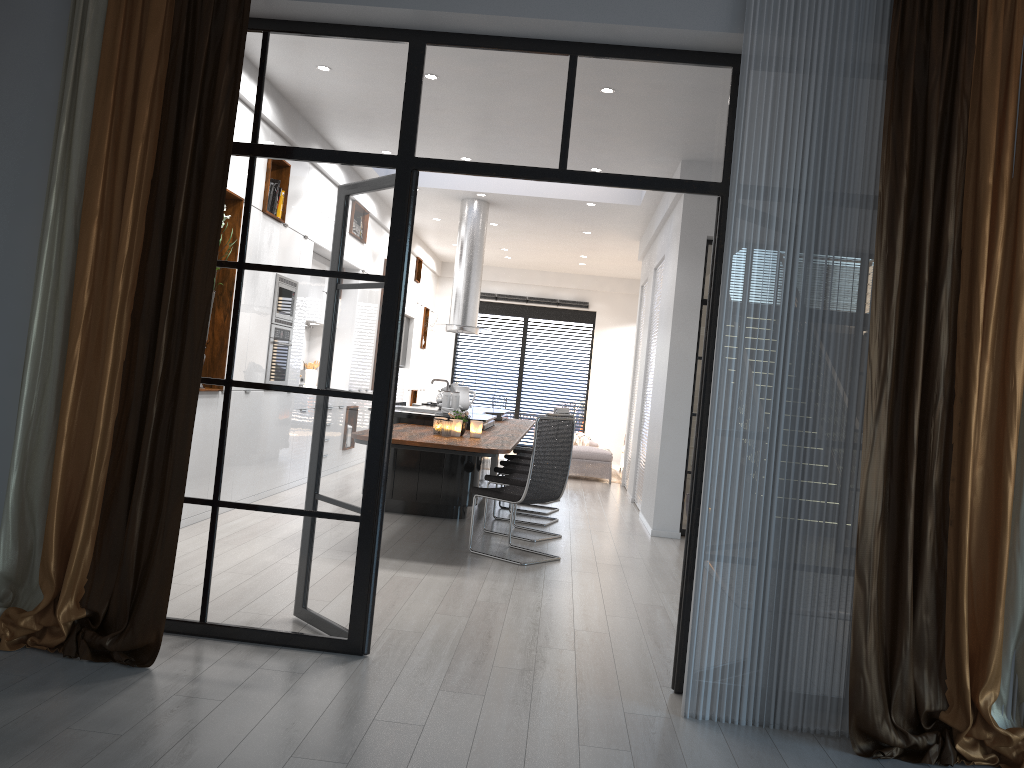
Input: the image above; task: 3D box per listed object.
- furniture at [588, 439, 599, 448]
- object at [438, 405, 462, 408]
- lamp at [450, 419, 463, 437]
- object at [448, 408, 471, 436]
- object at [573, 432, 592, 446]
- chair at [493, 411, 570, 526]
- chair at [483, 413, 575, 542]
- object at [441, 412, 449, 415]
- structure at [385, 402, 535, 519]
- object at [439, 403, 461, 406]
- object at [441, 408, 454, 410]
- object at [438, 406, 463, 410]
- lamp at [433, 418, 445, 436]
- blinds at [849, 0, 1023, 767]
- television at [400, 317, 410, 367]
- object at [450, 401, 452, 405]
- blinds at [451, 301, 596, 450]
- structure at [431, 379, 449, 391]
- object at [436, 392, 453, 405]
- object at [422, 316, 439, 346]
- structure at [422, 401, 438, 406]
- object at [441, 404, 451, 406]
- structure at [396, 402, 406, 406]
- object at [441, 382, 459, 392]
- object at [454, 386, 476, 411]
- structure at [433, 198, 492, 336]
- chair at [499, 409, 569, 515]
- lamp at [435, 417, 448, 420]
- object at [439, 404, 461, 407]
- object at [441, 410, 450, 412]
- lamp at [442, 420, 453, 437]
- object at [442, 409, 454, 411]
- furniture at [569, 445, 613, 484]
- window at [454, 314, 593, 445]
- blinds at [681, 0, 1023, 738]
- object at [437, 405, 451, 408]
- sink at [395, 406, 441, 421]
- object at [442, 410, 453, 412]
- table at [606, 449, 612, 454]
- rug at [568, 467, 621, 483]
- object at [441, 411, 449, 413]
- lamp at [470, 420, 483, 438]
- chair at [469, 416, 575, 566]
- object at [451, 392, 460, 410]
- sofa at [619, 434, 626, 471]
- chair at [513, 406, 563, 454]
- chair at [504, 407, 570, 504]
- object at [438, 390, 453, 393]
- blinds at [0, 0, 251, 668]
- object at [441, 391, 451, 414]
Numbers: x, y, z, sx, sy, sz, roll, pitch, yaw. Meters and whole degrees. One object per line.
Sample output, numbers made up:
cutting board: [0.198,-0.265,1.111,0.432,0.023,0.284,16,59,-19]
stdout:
furniture: [1.073,1.099,14.642,0.699,0.460,0.699,6,0,4]
object: [-0.637,0.241,9.078,0.264,0.033,0.264,6,0,40]
lamp: [-0.414,0.323,6.498,0.095,0.124,0.095,6,-1,-4]
object: [-0.395,0.284,6.635,0.151,0.206,0.157,5,-1,21]
object: [1.099,0.974,14.593,0.418,0.355,0.760,6,0,11]
chair: [0.165,0.729,8.094,0.537,1.019,0.470,5,-1,18]
chair: [0.125,0.725,7.277,0.537,1.019,0.470,5,-1,33]
object: [-0.575,0.265,7.864,0.111,0.023,0.111,6,0,16]
structure: [-0.573,0.722,8.467,1.378,0.887,5.637,6,0,3]
object: [-0.634,0.217,9.078,0.229,0.016,0.229,6,0,0]
object: [-0.572,0.232,7.865,0.111,0.023,0.111,6,0,16]
object: [-0.638,0.254,9.077,0.264,0.033,0.264,6,0,40]
lamp: [-0.537,0.314,6.471,0.078,0.120,0.078,6,-1,-14]
blinds: [1.727,-0.137,3.316,0.811,3.046,0.254,6,-1,4]
television: [-1.760,-0.671,13.865,0.050,0.805,1.186,6,0,3]
object: [-0.632,0.197,9.079,0.138,0.051,0.138,6,0,-16]
blinds: [0.164,-0.125,16.652,2.585,2.722,0.358,6,-1,4]
structure: [-0.680,0.110,8.247,0.177,0.310,0.089,6,-1,3]
object: [-0.725,0.174,9.705,0.211,0.174,0.211,6,-1,10]
object: [-1.534,-0.944,15.460,0.480,0.627,0.315,6,-1,-5]
structure: [-0.768,0.245,10.575,0.502,0.026,0.811,6,0,3]
object: [-0.635,0.221,9.078,0.229,0.016,0.229,6,0,0]
structure: [-1.888,0.534,13.836,0.221,0.516,1.203,6,0,3]
object: [-0.732,0.076,10.575,0.249,0.212,0.256,5,-1,39]
object: [-0.519,0.154,9.353,0.211,0.254,0.182,5,-1,38]
structure: [-0.519,-1.391,10.629,0.695,1.609,1.042,6,-1,2]
chair: [0.208,0.733,8.812,0.537,1.019,0.470,5,-1,18]
lamp: [-0.532,0.311,6.576,0.096,0.124,0.095,5,-1,21]
object: [-0.635,0.226,9.078,0.229,0.016,0.229,6,0,0]
object: [-0.574,0.252,7.865,0.111,0.023,0.111,6,0,16]
lamp: [-0.469,0.321,6.401,0.078,0.120,0.078,6,-1,-14]
object: [-0.573,0.239,7.865,0.111,0.023,0.111,6,0,16]
furniture: [1.009,1.093,12.330,0.699,0.460,0.699,6,0,-1]
window: [3.313,-1.088,16.841,8.566,5.064,0.462,6,-1,2]
blinds: [1.448,-0.158,3.435,1.301,3.070,0.052,6,-1,4]
object: [-0.637,0.248,9.077,0.264,0.033,0.264,6,0,40]
sink: [-0.909,0.315,8.281,0.485,0.153,0.738,6,0,3]
object: [-0.573,0.245,7.865,0.111,0.023,0.111,6,0,16]
table: [0.982,1.145,13.442,1.000,0.350,0.999,6,0,4]
rug: [0.828,1.295,13.503,1.624,0.020,2.518,6,0,3]
object: [-0.574,0.258,7.864,0.111,0.023,0.111,6,0,16]
lamp: [-0.268,0.337,6.604,0.096,0.124,0.095,5,-1,36]
chair: [0.060,0.718,6.342,0.537,1.019,0.470,5,-2,38]
object: [-0.512,0.172,8.017,0.071,0.219,0.071,5,-2,29]
sofa: [2.143,1.021,13.171,0.899,0.826,2.092,6,0,4]
chair: [0.298,0.742,10.586,0.537,1.019,0.470,6,-1,3]
chair: [0.253,0.738,9.624,0.537,1.019,0.470,5,-1,23]
object: [-0.733,0.162,10.575,0.252,0.147,0.266,6,-1,-44]
blinds: [-1.553,-0.462,3.532,0.811,3.046,0.254,6,-1,3]
object: [-0.595,0.164,8.014,0.071,0.219,0.071,7,-2,-32]
